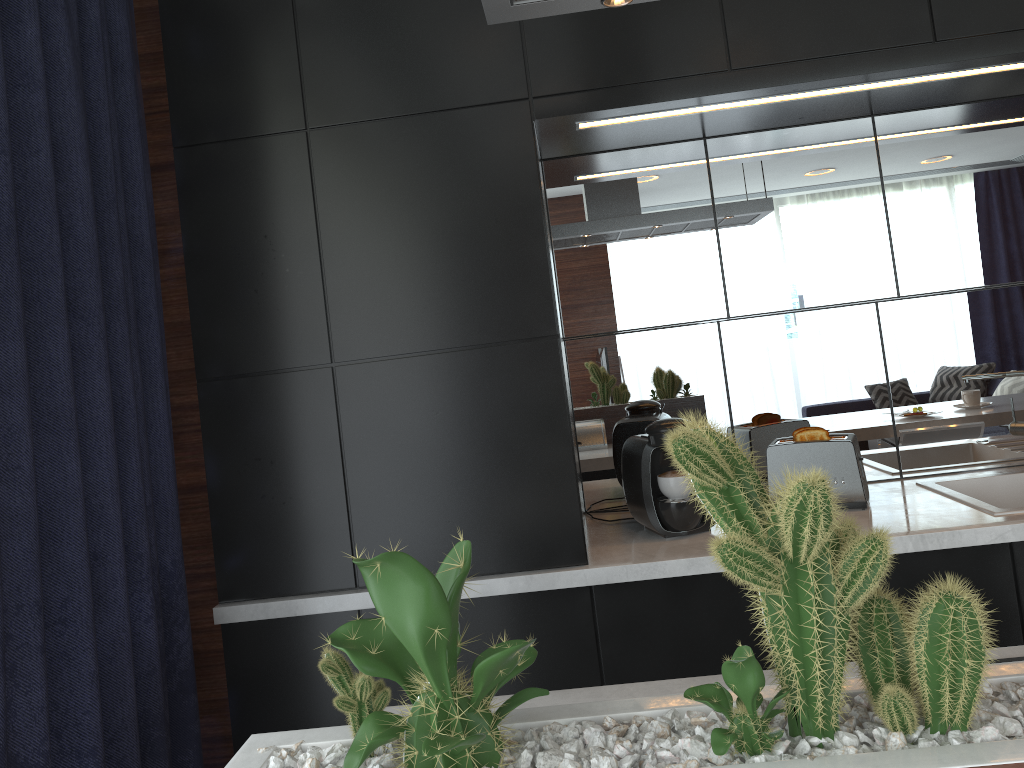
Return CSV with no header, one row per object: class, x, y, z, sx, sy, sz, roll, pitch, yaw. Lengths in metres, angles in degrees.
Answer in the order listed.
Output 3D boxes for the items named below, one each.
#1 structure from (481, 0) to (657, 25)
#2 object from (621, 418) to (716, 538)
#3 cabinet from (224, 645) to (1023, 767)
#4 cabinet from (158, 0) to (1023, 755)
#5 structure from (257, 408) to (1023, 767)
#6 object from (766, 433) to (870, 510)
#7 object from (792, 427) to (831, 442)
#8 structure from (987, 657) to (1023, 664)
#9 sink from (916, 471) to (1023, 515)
structure,0.419,-0.980,1.127,1.043,0.763,0.445,-7,-2,4
object,0.437,0.246,2.440,0.215,0.313,0.268,-7,-1,-11
cabinet,1.359,-0.178,0.939,3.332,2.562,0.783,-7,-3,4
cabinet,0.946,-0.180,2.448,3.475,2.564,0.703,-7,-3,4
structure,0.243,0.157,0.720,0.999,0.287,0.222,-7,-1,6
object,0.858,0.251,2.495,0.259,0.196,0.176,-7,-1,24
object,1.325,0.203,1.767,0.140,0.222,1.867,-6,1,-31
structure,0.930,0.399,1.031,0.763,0.057,0.504,-7,2,4
sink,1.615,0.226,2.385,0.852,0.494,0.503,-7,-1,4
